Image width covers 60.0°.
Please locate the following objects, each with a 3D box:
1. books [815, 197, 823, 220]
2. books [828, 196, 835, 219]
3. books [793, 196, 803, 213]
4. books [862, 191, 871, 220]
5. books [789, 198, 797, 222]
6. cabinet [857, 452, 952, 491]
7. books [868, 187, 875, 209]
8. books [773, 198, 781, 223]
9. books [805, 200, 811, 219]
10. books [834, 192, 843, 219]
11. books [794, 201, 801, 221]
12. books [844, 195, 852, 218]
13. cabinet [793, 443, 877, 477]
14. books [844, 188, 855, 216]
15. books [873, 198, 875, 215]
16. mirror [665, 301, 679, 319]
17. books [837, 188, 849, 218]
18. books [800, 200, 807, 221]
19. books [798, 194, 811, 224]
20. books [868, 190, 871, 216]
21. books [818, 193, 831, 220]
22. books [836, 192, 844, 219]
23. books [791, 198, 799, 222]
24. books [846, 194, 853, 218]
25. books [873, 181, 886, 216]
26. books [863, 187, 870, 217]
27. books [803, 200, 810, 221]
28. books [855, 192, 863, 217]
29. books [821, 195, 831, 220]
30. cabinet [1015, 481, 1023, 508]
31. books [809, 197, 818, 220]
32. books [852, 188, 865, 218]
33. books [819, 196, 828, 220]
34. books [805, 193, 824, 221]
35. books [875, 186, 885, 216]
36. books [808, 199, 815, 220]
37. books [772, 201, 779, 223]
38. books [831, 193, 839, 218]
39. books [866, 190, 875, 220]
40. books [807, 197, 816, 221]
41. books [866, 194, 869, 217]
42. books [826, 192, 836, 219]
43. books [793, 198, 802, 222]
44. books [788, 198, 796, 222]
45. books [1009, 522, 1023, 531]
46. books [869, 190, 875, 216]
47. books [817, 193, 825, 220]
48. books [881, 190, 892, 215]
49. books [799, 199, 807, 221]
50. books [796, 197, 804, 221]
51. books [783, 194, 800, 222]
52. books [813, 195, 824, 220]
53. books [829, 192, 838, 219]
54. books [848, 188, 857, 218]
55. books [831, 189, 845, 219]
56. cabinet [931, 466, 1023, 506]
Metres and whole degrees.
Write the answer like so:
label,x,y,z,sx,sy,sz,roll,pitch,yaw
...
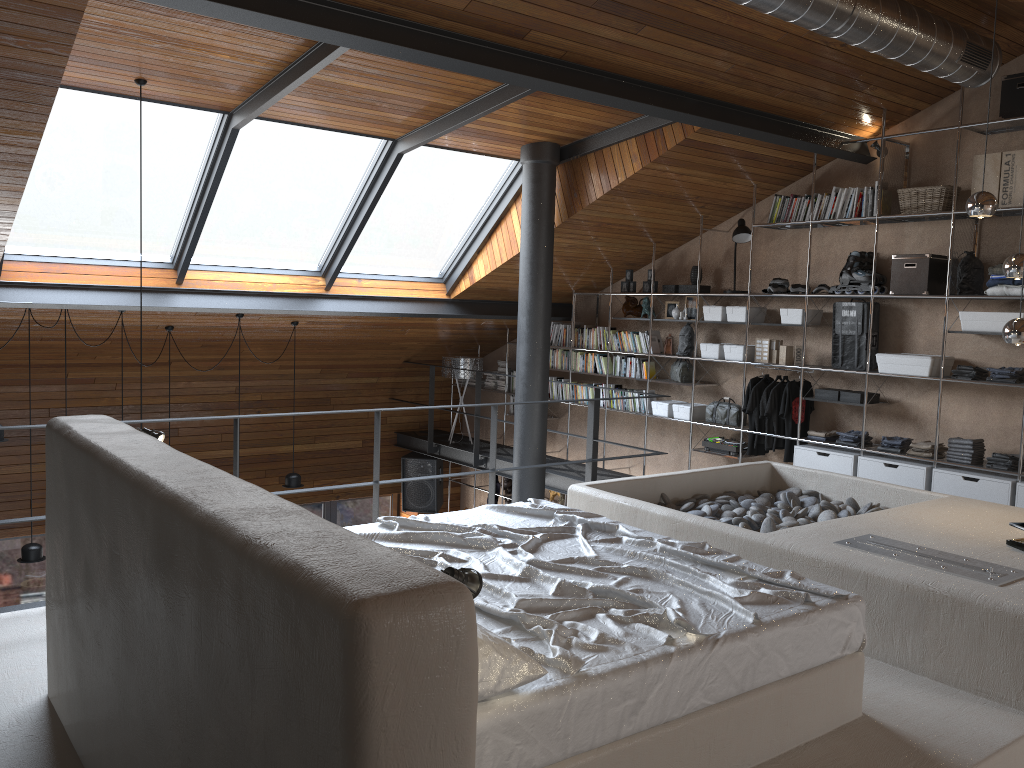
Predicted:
label,x,y,z,sx,sy,sz,roll,pitch,yaw
books,2.486,-1.392,7.073,0.120,0.186,0.064,-2,6,-37
books,2.559,-1.385,6.990,0.137,0.197,0.063,-2,6,-38
books,2.366,-1.423,7.256,0.177,0.214,0.064,-2,6,-37
books,2.726,-1.366,6.783,0.148,0.206,0.014,-2,6,-38
books,2.344,-1.415,7.259,0.139,0.199,0.074,-2,6,-38
cabinet,2.923,0.839,6.611,0.435,0.561,0.527,-2,6,-37
books,2.752,-1.374,6.739,0.129,0.231,0.010,-2,6,-37
books,2.251,-1.437,7.392,0.149,0.202,0.067,-2,6,-38
books,2.415,-1.390,7.139,0.112,0.173,0.054,-2,6,-37
books,2.601,-1.388,6.939,0.164,0.214,0.066,-2,6,-37
books,2.356,-1.396,7.217,0.119,0.169,0.058,-2,6,-37
books,2.638,-1.369,6.871,0.131,0.178,0.057,-2,6,-38
cabinet,2.583,0.791,7.051,0.435,0.561,0.527,-2,6,-37
books,2.651,-1.394,6.880,0.148,0.229,0.073,-2,6,-37
books,2.782,-1.359,6.716,0.130,0.206,0.010,-2,6,-37
mirror,1.526,-0.700,8.431,0.130,0.168,0.069,4,5,23
books,2.603,-1.397,6.892,0.148,0.229,0.073,-2,6,-37
books,2.389,-1.394,7.165,0.112,0.173,0.054,-2,6,-37
books,2.398,-1.418,7.193,0.161,0.220,0.074,-2,6,-37
books,2.744,-1.360,6.722,0.130,0.208,0.010,-2,6,-37
books,2.500,-1.401,7.044,0.133,0.215,0.070,-2,6,-37
books,2.607,-1.387,6.931,0.170,0.214,0.065,-2,6,-36
books,2.343,-1.412,7.230,0.127,0.197,0.063,-2,6,-37
books,2.654,-1.377,6.865,0.137,0.197,0.063,-2,6,-38
books,2.784,-1.388,6.696,0.143,0.268,0.020,-2,6,-37
books,2.731,-1.379,6.768,0.148,0.234,0.013,-2,6,-37
books,2.401,-1.390,7.141,0.111,0.171,0.056,-2,6,-37
books,2.695,-1.365,6.802,0.143,0.199,0.054,-2,6,-37
books,2.518,-1.391,7.023,0.123,0.201,0.071,-2,6,-37
cabinet,3.604,0.938,5.714,0.435,0.561,0.527,-2,6,-37
books,2.453,-1.396,7.103,0.138,0.189,0.065,-2,6,-37
books,2.681,-1.385,6.824,0.148,0.234,0.033,-2,6,-37
books,2.508,-1.389,7.038,0.126,0.194,0.064,-2,6,-37
books,2.427,-1.414,7.121,0.122,0.227,0.076,-2,6,-37
books,2.778,-1.368,6.674,0.129,0.231,0.010,-2,6,-37
books,2.432,-1.387,7.109,0.112,0.173,0.054,-2,6,-37
books,2.236,-1.427,7.401,0.131,0.178,0.057,-2,6,-38
books,2.577,-1.390,6.955,0.149,0.202,0.067,-2,6,-38
books,2.747,-1.368,6.764,0.136,0.213,0.014,-2,6,-37
books,2.427,-1.398,7.111,0.111,0.194,0.059,-2,6,-37
books,2.741,-1.348,6.747,0.128,0.176,0.009,-2,6,-37
books,2.542,-1.395,6.991,0.118,0.218,0.073,-2,6,-37
books,2.355,-1.411,7.226,0.127,0.197,0.063,-2,6,-37
books,2.327,-1.416,7.269,0.127,0.197,0.063,-2,6,-37
books,2.682,0.717,4.343,0.347,0.019,0.260,1,5,-6
books,2.758,-1.359,6.717,0.148,0.206,0.018,-2,6,-37
books,2.502,-1.403,7.062,0.137,0.213,0.068,-2,6,-37
books,2.804,-1.351,6.659,0.129,0.203,0.021,-2,6,-37
books,2.387,-1.398,7.176,0.117,0.180,0.059,-2,6,-37
books,2.377,-1.411,7.204,0.125,0.204,0.072,-2,6,-37
books,2.315,-1.437,7.299,0.143,0.233,0.081,-2,6,-38
books,2.473,-1.399,7.080,0.131,0.202,0.068,-2,6,-37
books,2.569,-1.390,6.969,0.155,0.212,0.073,-2,6,-37
books,2.663,-1.385,6.839,0.148,0.232,0.053,-2,6,-37
books,2.575,-1.401,6.928,0.148,0.229,0.073,-2,6,-37
cabinet,3.269,0.889,6.158,0.435,0.561,0.527,-2,6,-37
